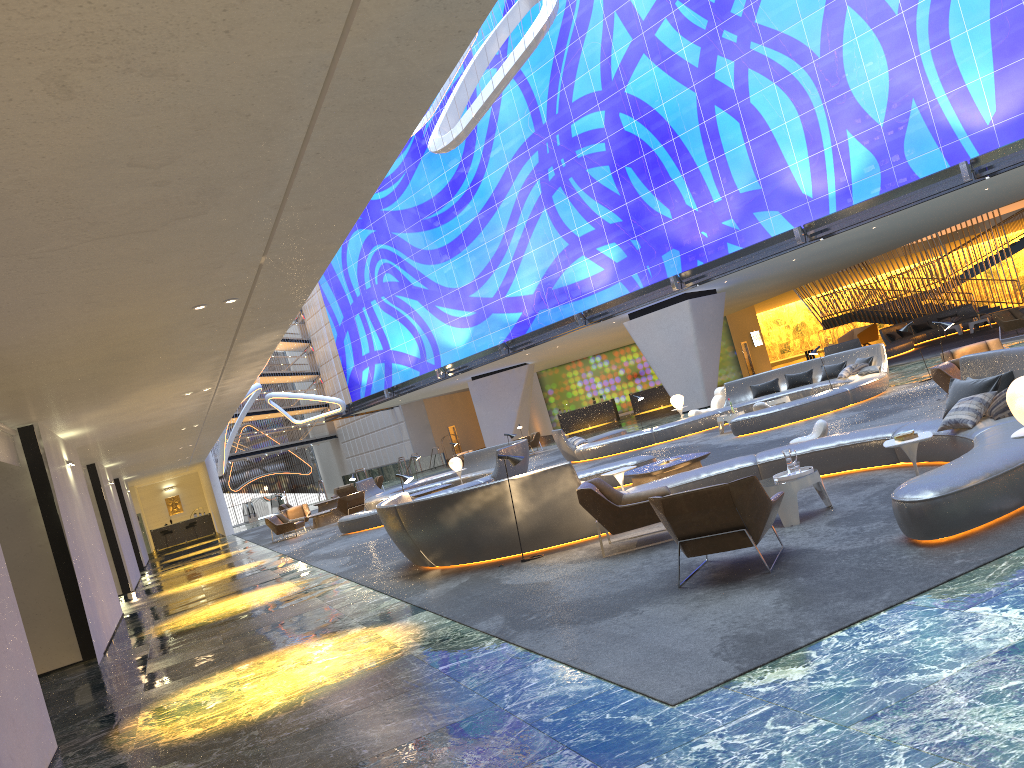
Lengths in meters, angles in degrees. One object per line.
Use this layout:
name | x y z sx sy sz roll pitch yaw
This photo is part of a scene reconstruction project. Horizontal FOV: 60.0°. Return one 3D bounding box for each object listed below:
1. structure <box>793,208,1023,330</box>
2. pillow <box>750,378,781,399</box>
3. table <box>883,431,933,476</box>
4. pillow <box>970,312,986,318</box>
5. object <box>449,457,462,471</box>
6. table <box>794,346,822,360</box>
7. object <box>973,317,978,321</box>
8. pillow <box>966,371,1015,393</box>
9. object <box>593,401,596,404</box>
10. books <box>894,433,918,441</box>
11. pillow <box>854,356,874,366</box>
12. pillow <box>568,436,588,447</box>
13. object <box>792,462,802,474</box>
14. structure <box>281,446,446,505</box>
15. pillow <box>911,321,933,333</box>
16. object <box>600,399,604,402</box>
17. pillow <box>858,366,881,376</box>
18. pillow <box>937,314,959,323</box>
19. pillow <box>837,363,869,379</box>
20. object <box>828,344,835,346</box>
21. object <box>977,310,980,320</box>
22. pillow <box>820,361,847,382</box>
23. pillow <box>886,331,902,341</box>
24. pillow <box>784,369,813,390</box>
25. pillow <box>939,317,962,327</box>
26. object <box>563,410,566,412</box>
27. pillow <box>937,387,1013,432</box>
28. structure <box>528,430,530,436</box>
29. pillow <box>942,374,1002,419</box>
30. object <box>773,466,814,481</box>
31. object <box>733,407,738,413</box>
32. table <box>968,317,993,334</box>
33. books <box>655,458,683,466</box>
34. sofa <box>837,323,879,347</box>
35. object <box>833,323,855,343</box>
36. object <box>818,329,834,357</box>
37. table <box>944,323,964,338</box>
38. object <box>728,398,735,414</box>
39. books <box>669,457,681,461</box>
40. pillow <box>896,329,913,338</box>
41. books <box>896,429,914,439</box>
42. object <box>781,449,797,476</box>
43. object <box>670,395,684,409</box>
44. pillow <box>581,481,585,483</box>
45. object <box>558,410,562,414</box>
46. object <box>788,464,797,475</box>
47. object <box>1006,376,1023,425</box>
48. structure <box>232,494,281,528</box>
structure | 22.205 -6.052 40.074 11.944 6.246 16.549 -15 -2 -22
pillow | 6.429 0.125 22.487 0.771 0.369 0.294 -16 -1 22
table | 3.363 0.749 7.400 0.429 0.595 0.416 -16 -1 22
pillow | 18.333 -2.722 34.883 0.443 0.207 0.445 -15 -2 -36
object | -1.572 2.245 24.769 0.366 0.387 0.319 -16 -1 -15
table | 15.857 -1.462 47.094 1.246 0.727 2.299 -17 -2 26
object | 16.881 -2.370 32.281 0.151 0.118 0.071 -16 -1 13
pillow | 4.775 0.105 8.980 0.294 0.369 0.770 -16 -2 -9
object | 4.273 0.952 45.831 0.150 0.145 0.150 -16 -1 11
books | 3.297 0.444 7.413 0.128 0.030 0.182 -16 -2 0
pillow | 8.069 -0.427 20.452 0.317 0.366 0.776 -16 -2 -6
pillow | 1.705 1.542 23.850 0.691 0.262 0.879 -15 -2 -14
object | 2.724 0.809 8.459 0.071 0.118 0.070 -16 -1 36
structure | -10.604 10.010 58.473 9.275 8.398 19.804 -15 -2 -22
pillow | 16.520 -2.293 35.716 0.784 0.386 0.315 -16 -1 -5
object | 4.659 0.839 45.759 0.150 0.145 0.150 -16 -1 11
pillow | 7.833 -0.285 19.409 0.446 0.207 0.441 -17 -2 29
pillow | 17.507 -2.575 35.573 0.777 0.366 0.316 -16 -1 20
pillow | 7.893 -0.330 20.482 0.881 0.262 0.689 -17 -2 33
object | 12.335 -1.371 34.143 0.317 0.387 0.368 -16 -1 -15
object | 16.929 -2.511 32.153 0.076 0.356 0.066 -16 0 -30
pillow | 7.776 -0.312 21.442 0.314 0.386 0.788 -15 -2 -31
pillow | 15.042 -1.884 34.883 0.765 0.369 0.296 -14 -2 -43
pillow | 7.164 -0.120 22.116 0.762 0.417 0.280 -17 -1 36
pillow | 17.413 -2.508 35.409 0.873 0.262 0.695 -15 -2 -32
object | 2.758 1.415 46.265 0.108 0.108 0.111 -16 -1 12
pillow | 4.538 0.226 8.524 0.876 0.280 0.683 -16 -2 15
structure | 0.635 2.322 51.174 1.017 2.051 0.776 -15 0 -44
pillow | 4.594 0.127 8.871 0.315 0.386 0.786 -16 -2 -7
object | 2.699 0.862 8.504 0.379 0.038 0.383 -15 -2 -30
object | 4.956 0.572 19.685 0.071 0.118 0.151 -16 -1 -12
table | 16.923 -2.117 32.072 0.668 0.406 0.676 -15 -2 -35
books | 2.312 1.146 13.209 0.394 0.039 0.302 -16 -2 -8
sofa | 17.616 -2.255 45.082 1.063 1.179 3.416 -16 -2 4
object | 18.168 -2.560 48.222 1.203 1.664 0.477 -16 0 -12
object | 17.144 -2.270 48.206 0.478 1.664 1.200 -16 -1 33
table | 16.738 -2.012 33.576 0.673 0.406 0.671 -16 -2 22
object | 4.845 0.475 19.556 0.077 0.356 0.066 -16 0 35
books | 2.411 1.124 13.207 0.133 0.012 0.190 -15 -2 -32
pillow | 15.672 -2.068 35.425 0.756 0.417 0.282 -15 -1 -29
books | 3.286 0.419 7.411 0.134 0.022 0.188 -17 -2 29
object | 2.686 0.753 8.554 0.130 0.252 0.103 -15 0 -39
object | 4.605 0.490 24.667 0.365 0.387 0.319 -15 -1 -40
pillow | 0.871 1.324 10.862 0.881 0.262 0.690 -17 -2 30
object | 2.521 1.464 46.321 0.149 0.149 0.149 -16 -1 12
object | 2.666 0.823 8.407 0.070 0.118 0.071 -15 -1 -40
object | 3.648 0.123 6.161 0.365 0.387 0.319 -15 -1 -40
structure | -16.205 11.467 55.682 3.007 8.238 19.900 -16 -2 -22
